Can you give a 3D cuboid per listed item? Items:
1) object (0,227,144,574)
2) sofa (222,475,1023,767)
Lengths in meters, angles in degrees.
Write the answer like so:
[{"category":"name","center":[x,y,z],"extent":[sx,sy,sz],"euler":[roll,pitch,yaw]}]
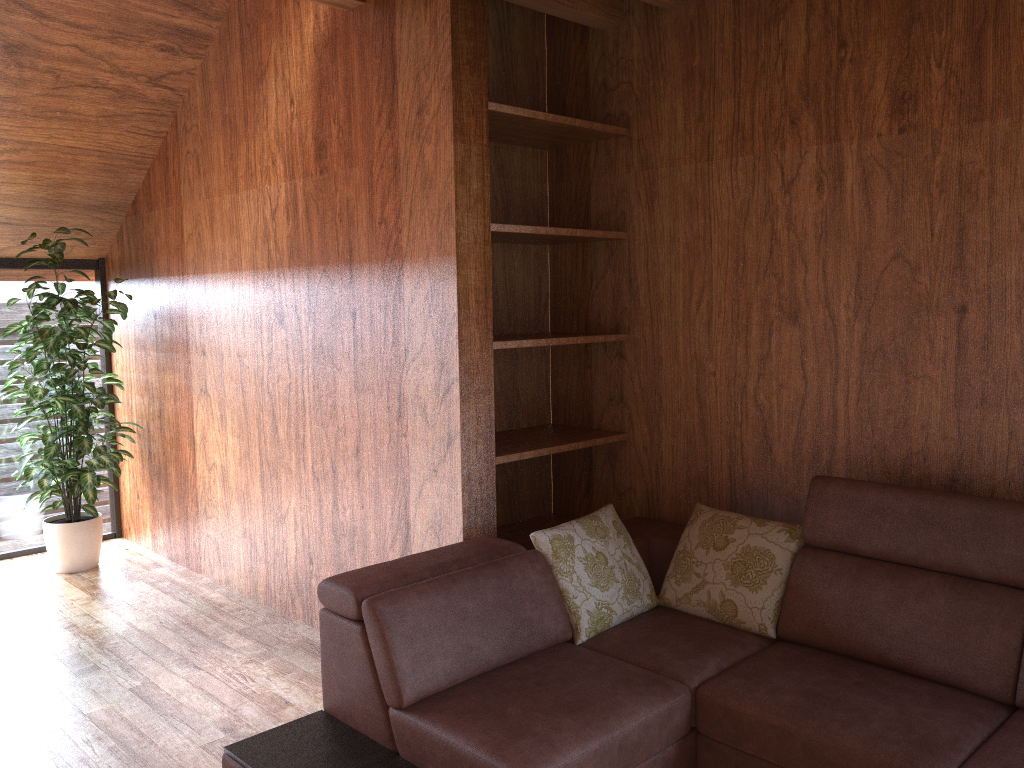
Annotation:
[{"category":"object","center":[-2.173,0.078,4.353],"extent":[0.642,1.691,0.673],"euler":[-5,7,-36]},{"category":"sofa","center":[0.728,0.725,1.917],"extent":[1.713,0.760,2.483],"euler":[-6,7,-44]}]
